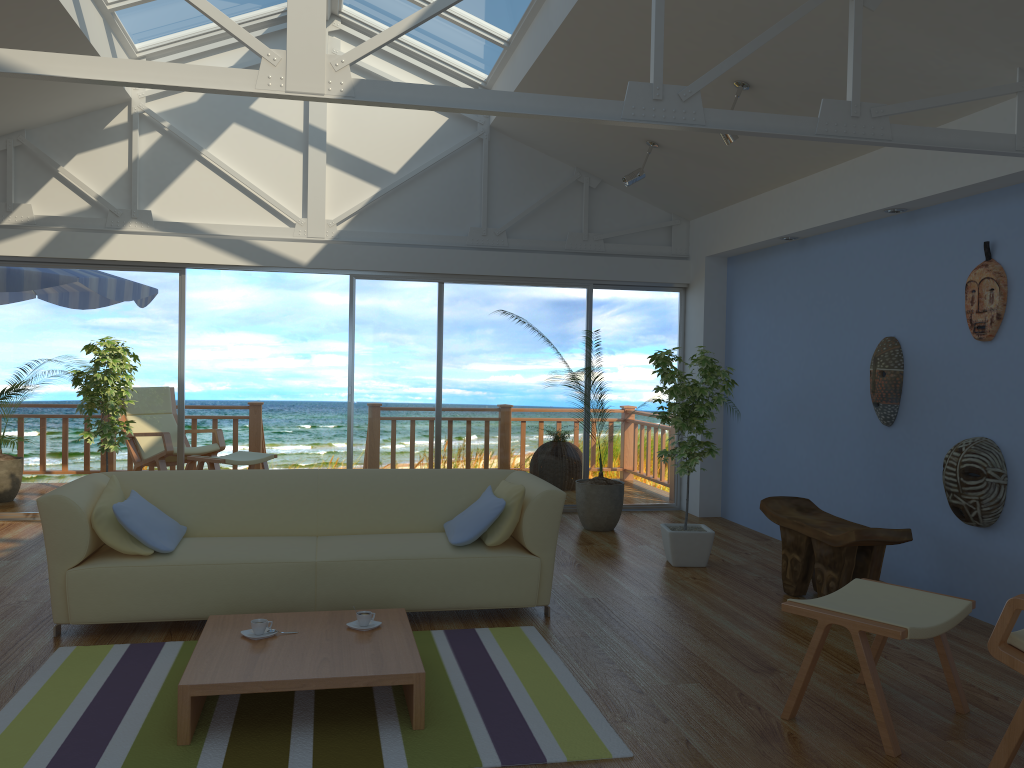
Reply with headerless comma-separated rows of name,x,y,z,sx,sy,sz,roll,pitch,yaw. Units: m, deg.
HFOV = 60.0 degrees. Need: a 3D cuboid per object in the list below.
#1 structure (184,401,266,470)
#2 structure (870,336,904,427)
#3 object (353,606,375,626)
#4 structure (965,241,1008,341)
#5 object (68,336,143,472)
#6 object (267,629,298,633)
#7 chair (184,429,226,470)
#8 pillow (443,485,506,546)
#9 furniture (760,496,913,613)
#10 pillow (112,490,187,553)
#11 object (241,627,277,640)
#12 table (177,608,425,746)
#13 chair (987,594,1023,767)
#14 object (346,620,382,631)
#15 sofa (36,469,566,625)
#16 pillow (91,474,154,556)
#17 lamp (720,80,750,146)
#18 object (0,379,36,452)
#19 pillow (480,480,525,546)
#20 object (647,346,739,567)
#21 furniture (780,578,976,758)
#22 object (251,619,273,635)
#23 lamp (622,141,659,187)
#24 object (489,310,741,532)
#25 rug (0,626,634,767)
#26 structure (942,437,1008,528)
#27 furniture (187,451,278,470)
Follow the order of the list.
structure,-2.075,1.073,9.331,6.950,2.064,4.086,1,1,-12
structure,2.210,-0.015,5.304,0.115,0.541,0.254,1,1,-12
object,-0.581,0.922,3.534,0.086,0.077,0.062,0,2,-42
structure,2.407,-0.473,4.531,0.063,0.508,0.264,1,1,-12
object,-2.871,0.362,6.331,0.495,1.409,0.699,0,2,-39
object,-0.882,0.951,3.411,0.119,0.021,0.025,1,1,-21
chair,-3.186,0.526,8.228,0.859,0.982,0.632,2,2,33
pillow,-0.209,0.684,4.619,0.272,0.244,0.566,1,1,-10
furniture,1.718,0.939,4.834,0.329,0.507,1.100,1,1,-12
pillow,-1.742,0.661,4.298,0.272,0.244,0.566,1,1,-15
object,-0.968,0.955,3.393,0.118,0.016,0.118,2,2,44
table,-0.770,1.065,3.334,0.800,0.198,0.800,1,1,-12
chair,1.957,0.759,2.595,0.632,0.982,0.859,0,2,-42
object,-0.588,0.960,3.528,0.118,0.016,0.118,2,2,33
sofa,-1.009,0.785,4.590,2.448,0.597,0.950,1,1,-12
pillow,-1.833,0.622,4.270,0.275,0.312,0.571,1,1,-15
lamp,1.246,-1.537,5.045,0.195,0.351,0.127,1,1,6
object,-3.915,0.511,5.802,1.413,1.093,1.488,0,2,-30
pillow,-0.084,0.649,4.633,0.201,0.311,0.559,1,1,-12
object,1.139,0.457,5.677,0.495,1.409,0.699,2,2,31
furniture,1.351,1.008,3.270,0.619,0.427,0.449,0,2,-42
object,-0.964,0.931,3.399,0.062,0.049,0.078,2,1,24
lamp,0.927,-1.587,6.412,0.254,0.327,0.118,1,1,6
object,0.771,0.281,6.785,1.706,1.695,1.563,1,1,-21
rug,-0.778,1.172,3.351,2.100,0.018,1.400,1,1,-12
structure,2.326,0.504,4.545,0.185,0.466,0.359,1,1,-12
furniture,-2.438,0.829,7.744,0.449,0.427,0.619,2,2,33
